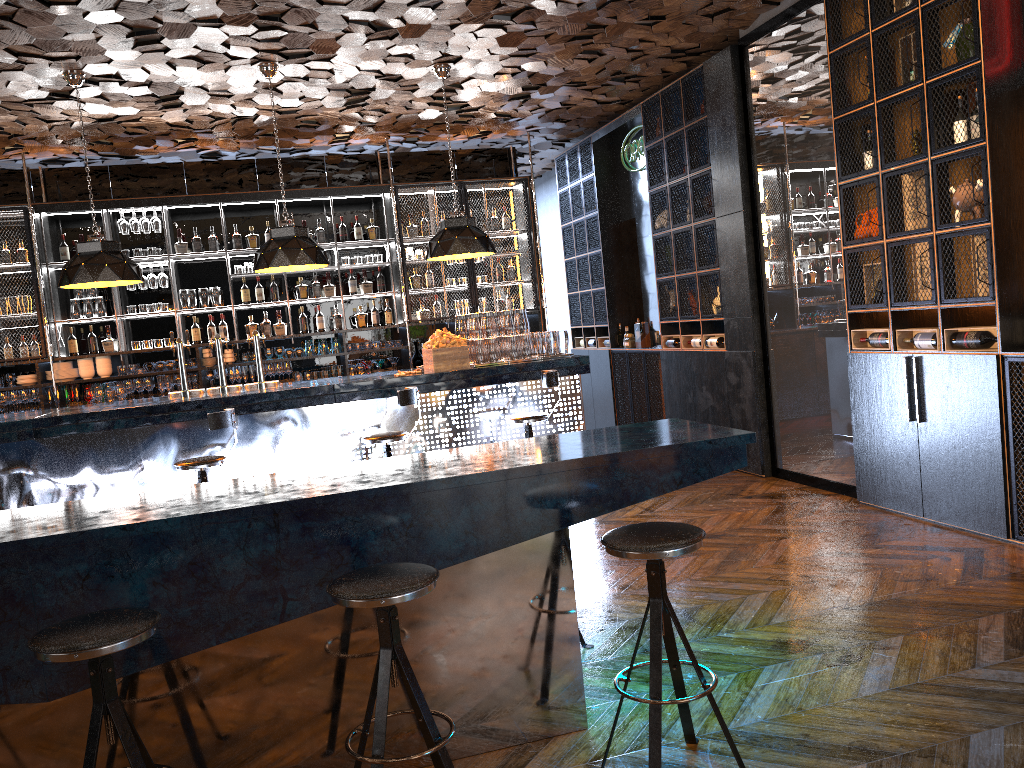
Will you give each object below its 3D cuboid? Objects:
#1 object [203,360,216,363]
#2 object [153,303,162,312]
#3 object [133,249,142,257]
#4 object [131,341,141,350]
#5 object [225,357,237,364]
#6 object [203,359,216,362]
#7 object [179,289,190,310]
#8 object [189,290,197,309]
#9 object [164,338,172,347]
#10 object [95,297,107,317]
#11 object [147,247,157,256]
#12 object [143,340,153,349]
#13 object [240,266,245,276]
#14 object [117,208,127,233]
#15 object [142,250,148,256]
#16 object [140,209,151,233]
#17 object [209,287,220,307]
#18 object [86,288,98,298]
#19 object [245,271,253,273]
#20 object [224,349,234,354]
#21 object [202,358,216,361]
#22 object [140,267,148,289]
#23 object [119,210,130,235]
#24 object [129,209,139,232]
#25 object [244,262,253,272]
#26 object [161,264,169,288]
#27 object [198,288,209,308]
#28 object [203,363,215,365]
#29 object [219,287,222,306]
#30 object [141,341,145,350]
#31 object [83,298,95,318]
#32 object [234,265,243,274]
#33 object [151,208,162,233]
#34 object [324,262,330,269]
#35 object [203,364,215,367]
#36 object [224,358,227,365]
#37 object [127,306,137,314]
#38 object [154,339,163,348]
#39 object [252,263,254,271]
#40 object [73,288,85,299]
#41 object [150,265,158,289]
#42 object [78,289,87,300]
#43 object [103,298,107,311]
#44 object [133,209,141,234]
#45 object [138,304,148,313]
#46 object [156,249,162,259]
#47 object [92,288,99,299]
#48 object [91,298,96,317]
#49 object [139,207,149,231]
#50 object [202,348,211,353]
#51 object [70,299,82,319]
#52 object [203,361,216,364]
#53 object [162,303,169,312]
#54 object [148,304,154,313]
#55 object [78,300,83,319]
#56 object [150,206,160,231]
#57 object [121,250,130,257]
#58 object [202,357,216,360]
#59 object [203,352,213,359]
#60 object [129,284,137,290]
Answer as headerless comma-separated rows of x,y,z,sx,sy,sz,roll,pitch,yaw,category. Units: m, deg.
-3.149,-0.228,9.215,0.149,0.024,0.149,-7,4,-16,object
-3.628,-0.781,9.081,0.089,0.092,0.089,-8,5,-31,object
-3.832,-1.333,9.078,0.089,0.092,0.089,-2,6,42,object
-3.847,-0.389,9.076,0.089,0.092,0.089,-10,6,-44,object
-2.937,-0.242,9.258,0.106,0.067,0.094,-8,5,-27,object
-3.149,-0.237,9.214,0.149,0.026,0.148,-6,4,-9,object
-3.388,-0.871,9.185,0.105,0.209,0.105,-3,5,29,object
-3.359,-0.883,9.313,0.105,0.209,0.105,-3,5,29,object
-3.553,-0.426,9.181,0.089,0.092,0.089,-6,4,-5,object
-4.182,-0.779,9.006,0.105,0.209,0.105,-3,5,29,object
-3.681,-1.347,9.069,0.089,0.092,0.089,-2,6,42,object
-3.729,-0.403,9.095,0.089,0.092,0.089,-3,5,38,object
-2.896,-1.209,9.479,0.089,0.092,0.089,-10,6,-44,object
-3.943,-1.656,8.962,0.092,0.244,0.092,-3,5,35,object
-3.818,-1.344,9.209,0.089,0.092,0.089,-6,4,-5,object
-3.789,-1.687,9.177,0.092,0.244,0.092,-3,5,35,object
-3.102,-0.905,9.268,0.105,0.209,0.105,-3,5,29,object
-4.265,-0.980,8.994,0.105,0.209,0.105,-3,5,29,object
-2.775,-1.211,9.337,0.089,0.092,0.089,-10,6,-44,object
-2.949,-0.330,9.244,0.094,0.068,0.106,-7,4,-16,object
-3.151,-0.247,9.213,0.149,0.025,0.149,-3,5,37,object
-3.827,-1.107,9.191,0.092,0.244,0.092,-3,5,35,object
-3.989,-1.663,9.121,0.092,0.244,0.092,-3,5,35,object
-3.838,-1.668,8.992,0.092,0.244,0.092,-3,5,35,object
-2.777,-1.231,9.335,0.089,0.092,0.089,-4,5,26,object
-3.633,-1.130,9.245,0.092,0.244,0.092,-3,5,35,object
-3.212,-0.894,9.262,0.105,0.209,0.105,-3,5,29,object
-3.146,-0.204,9.217,0.149,0.023,0.149,-2,6,43,object
-3.120,-0.911,9.375,0.105,0.209,0.105,-3,5,29,object
-3.819,-0.405,9.260,0.089,0.092,0.089,-10,6,-44,object
-4.295,-0.766,8.987,0.105,0.209,0.105,-3,5,29,object
-2.873,-1.200,9.316,0.089,0.092,0.089,-5,4,10,object
-3.689,-1.699,9.204,0.092,0.244,0.092,-3,5,35,object
-2.041,-1.312,9.717,0.089,0.092,0.089,-9,5,-41,object
-3.146,-0.194,9.217,0.149,0.022,0.149,-2,6,43,object
-3.016,-0.239,9.333,0.094,0.067,0.106,-3,5,37,object
-3.903,-0.755,9.112,0.089,0.092,0.089,-9,5,-37,object
-3.671,-0.417,9.213,0.089,0.092,0.089,-6,4,-5,object
-2.789,-1.241,9.495,0.089,0.092,0.089,-5,4,10,object
-4.374,-0.966,8.954,0.105,0.209,0.105,-3,5,29,object
-3.732,-1.118,9.218,0.092,0.244,0.092,-3,5,35,object
-4.410,-0.970,9.061,0.105,0.209,0.105,-3,5,29,object
-4.225,-0.782,9.109,0.105,0.209,0.105,-3,5,29,object
-3.883,-1.675,9.150,0.092,0.244,0.092,-3,5,35,object
-3.781,-0.767,9.101,0.089,0.092,0.089,-9,5,-37,object
-3.701,-1.359,9.254,0.089,0.092,0.089,-2,6,42,object
-4.294,-0.983,9.081,0.105,0.209,0.105,-3,5,29,object
-4.332,-0.770,9.090,0.105,0.209,0.105,-3,5,29,object
-3.743,-1.680,9.018,0.092,0.244,0.092,-3,5,35,object
-3.167,-0.333,9.203,0.094,0.069,0.106,-6,4,-10,object
-4.409,-0.752,8.955,0.105,0.209,0.105,-3,5,29,object
-3.148,-0.216,9.216,0.149,0.023,0.149,-8,5,-31,object
-3.632,-0.794,9.267,0.089,0.092,0.089,-8,5,-31,object
-3.745,-0.779,9.227,0.089,0.092,0.089,-4,4,16,object
-4.451,-0.756,9.064,0.105,0.209,0.105,-3,5,29,object
-3.644,-1.692,9.046,0.092,0.244,0.092,-3,5,35,object
-3.954,-1.320,9.068,0.089,0.092,0.089,-2,6,42,object
-3.154,-0.258,9.212,0.149,0.026,0.148,-6,4,-9,object
-3.153,-0.290,9.209,0.107,0.070,0.094,-5,4,15,object
-3.932,-1.094,9.162,0.092,0.244,0.092,-3,5,35,object
